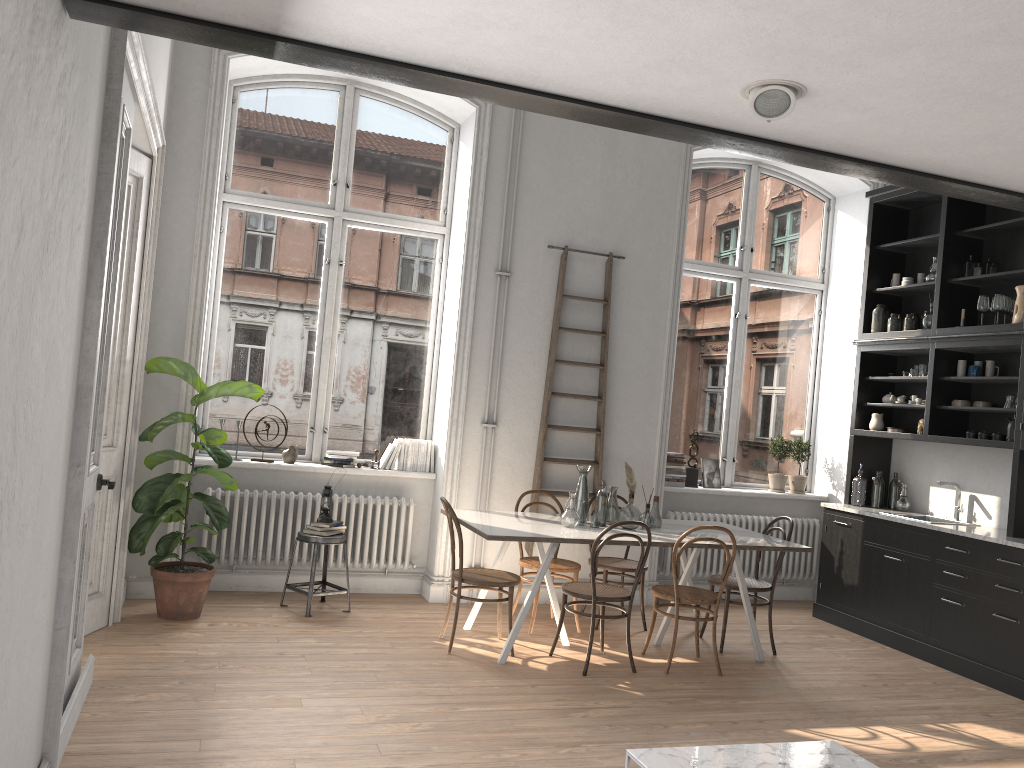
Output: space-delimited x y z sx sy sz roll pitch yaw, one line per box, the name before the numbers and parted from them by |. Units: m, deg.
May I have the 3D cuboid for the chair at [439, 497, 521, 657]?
chair | -0.215 1.183 5.551 0.549 0.920 0.438 5 -1 -10

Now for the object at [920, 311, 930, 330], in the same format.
object | 3.311 -0.486 7.065 0.092 0.184 0.092 5 -1 -4

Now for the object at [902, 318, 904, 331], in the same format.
object | 3.280 -0.468 7.377 0.114 0.155 0.114 5 -1 27

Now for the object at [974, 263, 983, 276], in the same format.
object | 3.448 -0.833 6.557 0.053 0.125 0.041 4 -1 38

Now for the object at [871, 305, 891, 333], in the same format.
object | 3.048 -0.531 7.326 0.118 0.238 0.118 6 -1 -33

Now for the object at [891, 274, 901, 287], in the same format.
object | 3.189 -0.844 7.371 0.059 0.135 0.082 5 -1 9

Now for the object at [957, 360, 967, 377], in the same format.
object | 3.366 -0.109 6.631 0.059 0.135 0.082 4 -1 39

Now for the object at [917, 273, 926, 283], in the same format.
object | 3.338 -0.834 7.229 0.059 0.135 0.082 5 -1 4

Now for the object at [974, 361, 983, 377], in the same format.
object | 3.462 -0.101 6.607 0.082 0.135 0.059 5 -1 9

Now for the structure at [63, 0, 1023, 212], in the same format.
structure | 2.335 -1.290 1.346 5.928 1.213 4.157 6 -1 -19

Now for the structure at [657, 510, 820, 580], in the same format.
structure | 1.967 1.406 7.703 1.577 0.552 0.194 6 -1 -19

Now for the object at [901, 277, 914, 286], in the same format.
object | 3.245 -0.821 7.276 0.096 0.095 0.096 5 -1 15

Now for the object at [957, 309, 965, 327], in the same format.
object | 3.349 -0.483 6.587 0.123 0.161 0.123 5 -1 -10

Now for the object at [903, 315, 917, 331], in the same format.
object | 3.192 -0.478 7.117 0.096 0.150 0.096 6 -1 -30

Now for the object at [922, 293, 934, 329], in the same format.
object | 3.224 -0.588 6.794 0.134 0.357 0.134 5 -1 26

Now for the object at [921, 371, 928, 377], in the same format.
object | 3.215 -0.072 6.892 0.071 0.047 0.072 5 -1 19

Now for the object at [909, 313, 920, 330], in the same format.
object | 3.275 -0.481 7.240 0.092 0.184 0.092 4 -1 37

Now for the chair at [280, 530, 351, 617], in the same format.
chair | -1.335 1.294 6.135 0.360 0.522 0.364 4 -1 45

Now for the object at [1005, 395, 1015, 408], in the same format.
object | 3.458 0.127 6.149 0.058 0.094 0.058 5 -1 21

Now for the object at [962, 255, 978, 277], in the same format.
object | 3.434 -0.870 6.645 0.084 0.199 0.065 5 -1 3

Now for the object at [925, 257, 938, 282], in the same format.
object | 3.320 -0.884 6.959 0.132 0.219 0.132 6 -1 -44

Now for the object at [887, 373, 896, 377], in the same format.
object | 3.164 -0.065 7.397 0.071 0.047 0.072 5 -1 19

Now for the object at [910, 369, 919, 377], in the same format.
object | 3.186 -0.082 7.027 0.064 0.069 0.064 5 -1 29

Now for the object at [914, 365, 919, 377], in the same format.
object | 3.247 -0.095 7.102 0.060 0.107 0.060 4 -1 39

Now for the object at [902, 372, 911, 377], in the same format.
object | 3.164 -0.072 7.108 0.071 0.047 0.072 5 -1 19

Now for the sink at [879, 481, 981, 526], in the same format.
sink | 3.158 0.983 6.668 0.514 0.504 0.526 5 -1 -19

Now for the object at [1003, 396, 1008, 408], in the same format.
object | 3.480 0.130 6.218 0.058 0.094 0.058 5 -1 21

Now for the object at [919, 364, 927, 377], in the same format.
object | 3.223 -0.100 6.962 0.060 0.107 0.060 5 -1 9

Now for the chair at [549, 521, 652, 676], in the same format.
chair | 0.542 1.247 5.376 0.438 0.920 0.549 6 -1 -23

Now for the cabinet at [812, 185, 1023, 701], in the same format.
cabinet | 3.446 0.183 5.946 0.635 3.582 3.250 5 -1 -19

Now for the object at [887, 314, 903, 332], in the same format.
object | 3.108 -0.487 7.197 0.114 0.155 0.114 5 -1 -15

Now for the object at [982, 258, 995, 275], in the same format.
object | 3.557 -0.848 6.622 0.065 0.177 0.084 5 -1 3

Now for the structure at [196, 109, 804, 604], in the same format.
structure | 0.408 -0.510 7.069 5.183 4.473 0.340 5 -1 -19

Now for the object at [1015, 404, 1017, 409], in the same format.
object | 3.493 0.096 6.060 0.083 0.158 0.083 6 -1 -34

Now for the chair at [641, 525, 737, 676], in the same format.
chair | 1.106 1.301 5.528 0.438 0.920 0.549 5 -1 -8

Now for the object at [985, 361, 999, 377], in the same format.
object | 3.500 -0.101 6.473 0.059 0.135 0.082 6 -1 -36

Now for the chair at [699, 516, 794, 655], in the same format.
chair | 1.630 1.362 6.153 0.549 0.920 0.438 5 -1 -6

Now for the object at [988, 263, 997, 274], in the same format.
object | 3.530 -0.825 6.517 0.044 0.121 0.058 5 -1 8

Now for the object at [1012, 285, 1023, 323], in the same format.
object | 3.476 -0.536 6.050 0.094 0.267 0.116 5 -1 23

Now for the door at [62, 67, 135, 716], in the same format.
door | -1.805 0.045 3.748 0.216 2.814 1.097 5 -1 -17

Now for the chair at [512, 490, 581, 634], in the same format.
chair | 0.248 1.241 6.268 0.438 0.920 0.549 5 -1 -21

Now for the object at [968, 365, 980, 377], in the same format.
object | 3.397 -0.087 6.520 0.082 0.093 0.140 4 -1 36

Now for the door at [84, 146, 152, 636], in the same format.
door | -2.334 0.022 4.796 0.216 2.814 1.097 5 -1 6

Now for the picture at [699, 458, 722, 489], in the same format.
picture | 1.731 0.788 7.828 0.221 0.264 0.149 6 -1 -35

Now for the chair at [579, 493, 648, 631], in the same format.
chair | 0.763 1.293 6.526 0.438 0.920 0.549 5 -1 -12
